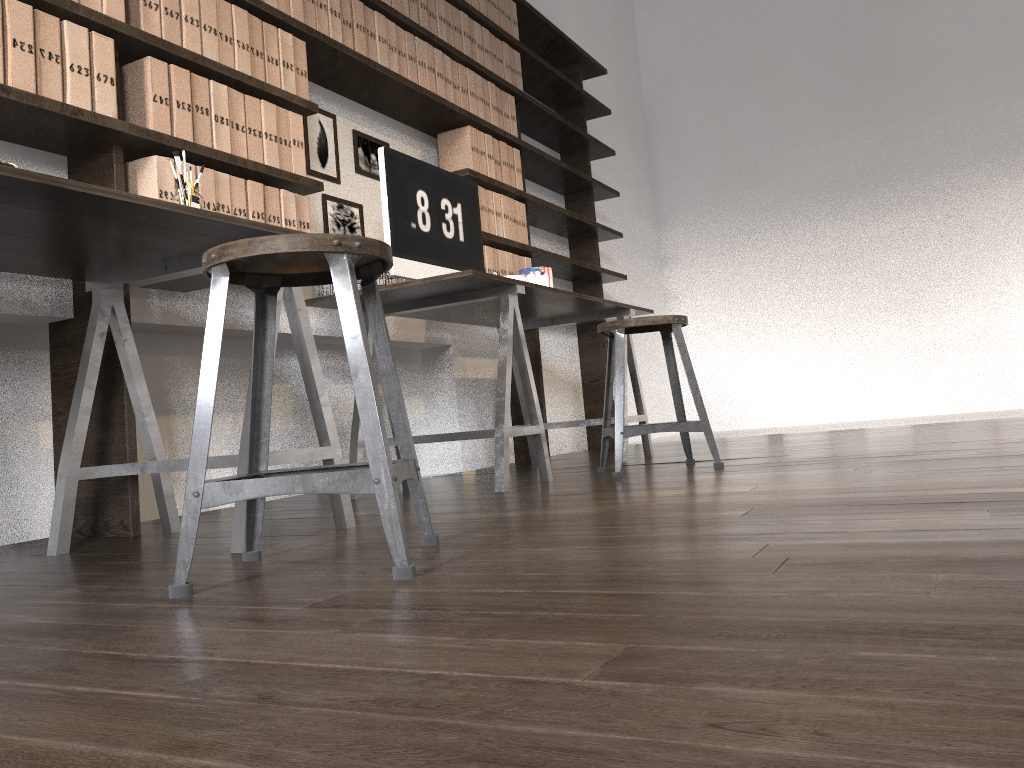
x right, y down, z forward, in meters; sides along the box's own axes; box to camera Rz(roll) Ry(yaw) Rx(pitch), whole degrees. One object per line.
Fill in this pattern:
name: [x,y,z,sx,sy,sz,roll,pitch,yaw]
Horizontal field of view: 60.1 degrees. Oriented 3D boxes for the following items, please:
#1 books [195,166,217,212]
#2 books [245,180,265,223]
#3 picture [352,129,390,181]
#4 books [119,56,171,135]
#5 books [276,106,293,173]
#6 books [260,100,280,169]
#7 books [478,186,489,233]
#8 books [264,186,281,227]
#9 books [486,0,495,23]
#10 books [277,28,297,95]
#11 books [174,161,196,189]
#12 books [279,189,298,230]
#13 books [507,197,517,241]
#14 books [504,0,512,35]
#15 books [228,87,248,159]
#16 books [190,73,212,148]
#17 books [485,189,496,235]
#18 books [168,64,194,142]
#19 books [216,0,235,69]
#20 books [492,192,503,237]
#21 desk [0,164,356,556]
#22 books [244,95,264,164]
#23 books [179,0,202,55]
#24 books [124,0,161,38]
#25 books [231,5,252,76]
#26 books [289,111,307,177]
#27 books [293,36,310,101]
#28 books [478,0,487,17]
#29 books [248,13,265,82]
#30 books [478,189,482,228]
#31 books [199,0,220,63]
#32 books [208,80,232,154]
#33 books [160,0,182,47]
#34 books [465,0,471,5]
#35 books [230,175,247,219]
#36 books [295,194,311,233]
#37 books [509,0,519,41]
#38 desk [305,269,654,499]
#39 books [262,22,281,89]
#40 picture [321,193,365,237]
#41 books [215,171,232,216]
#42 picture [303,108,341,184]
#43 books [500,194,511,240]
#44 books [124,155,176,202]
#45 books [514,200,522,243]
books: [-0.948,-0.504,2.581,0.174,0.227,0.067,-7,-6,27]
books: [-0.855,-0.504,2.762,0.174,0.227,0.067,-7,-6,27]
picture: [-0.594,-0.957,3.749,0.023,0.184,0.251,-8,-4,27]
books: [-1.046,-0.779,2.481,0.174,0.226,0.066,-7,-6,27]
books: [-0.815,-0.780,2.920,0.174,0.226,0.066,-7,-6,27]
books: [-0.842,-0.781,2.859,0.174,0.227,0.067,-7,-6,27]
books: [-0.206,-0.784,4.090,0.174,0.227,0.066,-7,-6,27]
books: [-0.826,-0.504,2.831,0.174,0.227,0.066,-7,-6,27]
books: [-0.186,-1.879,4.404,0.174,0.227,0.067,-7,-6,27]
books: [-0.819,-1.055,2.978,0.174,0.227,0.066,-7,-6,27]
books: [-0.981,-0.503,2.517,0.174,0.227,0.066,-7,-6,27]
books: [-0.789,-0.504,2.891,0.174,0.227,0.066,-7,-6,27]
books: [-0.072,-0.785,4.334,0.174,0.227,0.067,-7,-6,27]
books: [-0.096,-1.879,4.592,0.174,0.227,0.066,-7,-6,27]
books: [-0.911,-0.780,2.739,0.174,0.227,0.066,-7,-6,27]
books: [-0.977,-0.779,2.613,0.174,0.227,0.066,-7,-6,27]
books: [-0.175,-0.784,4.153,0.174,0.227,0.066,-7,-6,27]
books: [-1.006,-0.780,2.544,0.174,0.227,0.067,-7,-6,27]
books: [-0.949,-1.054,2.735,0.174,0.226,0.066,-7,-6,27]
books: [-0.139,-0.784,4.213,0.174,0.227,0.066,-7,-6,27]
desk: [-0.981,0.033,1.558,0.654,0.672,1.666,-7,-3,27]
books: [-0.878,-0.780,2.801,0.174,0.227,0.066,-7,-6,27]
books: [-1.008,-1.054,2.614,0.174,0.227,0.067,-7,-6,27]
books: [-1.078,-1.053,2.492,0.174,0.227,0.066,-7,-6,27]
books: [-0.914,-1.054,2.792,0.174,0.227,0.067,-7,-6,27]
books: [-0.784,-0.781,2.975,0.174,0.226,0.066,-7,-6,27]
books: [-0.790,-1.054,3.043,0.174,0.227,0.066,-7,-6,27]
books: [-0.219,-1.879,4.340,0.174,0.227,0.066,-7,-6,27]
books: [-0.888,-1.054,2.855,0.174,0.227,0.066,-7,-6,27]
books: [-0.235,-0.784,4.026,0.174,0.227,0.067,-7,-6,27]
books: [-0.976,-1.054,2.679,0.174,0.226,0.066,-7,-6,27]
books: [-0.940,-0.780,2.674,0.174,0.227,0.066,-7,-6,27]
books: [-1.044,-1.053,2.553,0.174,0.227,0.066,-7,-6,27]
books: [-0.291,-1.878,4.218,0.174,0.227,0.066,-7,-6,27]
books: [-0.894,-0.503,2.698,0.174,0.226,0.066,-7,-6,27]
books: [-0.760,-0.504,2.956,0.174,0.227,0.066,-7,-6,27]
books: [-0.060,-1.880,4.652,0.174,0.227,0.066,-7,-6,27]
desk: [0.007,0.027,3.455,0.654,0.672,1.666,-7,-3,27]
books: [-0.855,-1.054,2.917,0.174,0.227,0.066,-7,-6,27]
picture: [-0.671,-0.643,3.519,0.023,0.184,0.251,-8,-4,27]
books: [-0.923,-0.503,2.639,0.174,0.226,0.066,-7,-6,27]
picture: [-0.748,-0.935,3.451,0.022,0.286,0.201,-8,-5,27]
books: [-0.103,-0.785,4.275,0.174,0.227,0.066,-7,-6,27]
books: [-1.018,-0.503,2.455,0.174,0.227,0.066,-7,-6,27]
books: [-0.047,-0.785,4.392,0.174,0.226,0.066,-7,-6,27]
